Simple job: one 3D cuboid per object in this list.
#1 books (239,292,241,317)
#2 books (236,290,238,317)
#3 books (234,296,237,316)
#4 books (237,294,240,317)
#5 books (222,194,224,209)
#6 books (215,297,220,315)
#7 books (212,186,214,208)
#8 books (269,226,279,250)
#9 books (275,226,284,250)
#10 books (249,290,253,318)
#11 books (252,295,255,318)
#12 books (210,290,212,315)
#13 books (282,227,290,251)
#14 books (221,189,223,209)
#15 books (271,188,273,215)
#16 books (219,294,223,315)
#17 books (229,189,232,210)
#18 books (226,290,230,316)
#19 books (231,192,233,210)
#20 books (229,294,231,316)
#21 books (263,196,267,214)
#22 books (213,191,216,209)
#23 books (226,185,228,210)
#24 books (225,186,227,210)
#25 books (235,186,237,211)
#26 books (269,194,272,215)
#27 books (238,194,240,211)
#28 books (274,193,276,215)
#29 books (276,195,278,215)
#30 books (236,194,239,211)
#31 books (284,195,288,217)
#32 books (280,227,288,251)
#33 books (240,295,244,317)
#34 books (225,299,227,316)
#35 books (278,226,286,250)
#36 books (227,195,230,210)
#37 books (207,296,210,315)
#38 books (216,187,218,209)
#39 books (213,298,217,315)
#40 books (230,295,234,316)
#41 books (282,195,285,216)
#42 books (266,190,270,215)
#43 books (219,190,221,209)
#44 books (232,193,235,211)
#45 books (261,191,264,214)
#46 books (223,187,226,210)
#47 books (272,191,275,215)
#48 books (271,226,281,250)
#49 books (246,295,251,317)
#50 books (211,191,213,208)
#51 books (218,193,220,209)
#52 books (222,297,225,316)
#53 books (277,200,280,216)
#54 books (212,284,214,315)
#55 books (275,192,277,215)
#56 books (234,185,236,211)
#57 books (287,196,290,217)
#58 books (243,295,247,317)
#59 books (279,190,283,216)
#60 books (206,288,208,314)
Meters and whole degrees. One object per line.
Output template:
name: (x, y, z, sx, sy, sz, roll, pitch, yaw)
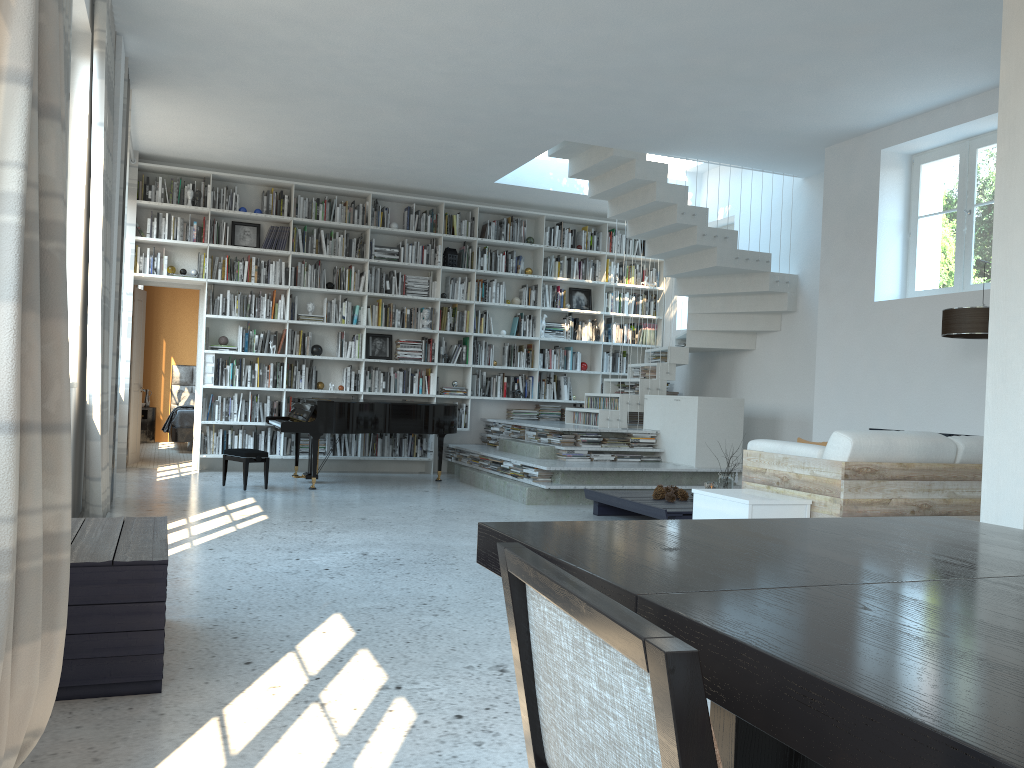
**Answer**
books: (-2.923, -0.842, 9.516, 0.011, 0.271, 0.157, 2, 0, -21)
books: (-2.949, -0.854, 9.495, 0.011, 0.293, 0.183, 2, 0, -21)
books: (-2.963, -0.823, 9.492, 0.014, 0.230, 0.148, 2, 0, -21)
books: (-2.932, -0.831, 9.493, 0.021, 0.247, 0.189, 2, 0, -21)
books: (-3.081, -1.914, 9.439, 0.014, 0.192, 0.146, 2, 0, -21)
books: (-3.136, -0.821, 9.433, 0.042, 0.209, 0.143, 2, 0, -21)
books: (-3.173, -1.951, 9.399, 0.007, 0.259, 0.156, 2, 0, -21)
books: (-2.602, -1.564, 9.637, 0.110, 0.279, 0.174, 2, 0, -21)
books: (-2.543, -1.567, 9.660, 0.078, 0.285, 0.174, 2, 0, -21)
books: (-2.811, -0.851, 9.551, 0.013, 0.300, 0.151, 2, 0, -21)
books: (-2.800, -0.829, 9.566, 0.021, 0.256, 0.156, 2, 0, -21)
books: (-3.190, -0.852, 9.388, 0.027, 0.266, 0.176, 2, 0, -21)
books: (-2.474, -1.564, 9.672, 0.078, 0.285, 0.174, 2, 0, -21)
books: (-3.090, -1.940, 9.425, 0.016, 0.243, 0.156, 2, 0, -21)
books: (-2.613, -1.955, 9.633, 0.014, 0.321, 0.136, 2, 0, -21)
books: (-3.100, -0.833, 9.430, 0.022, 0.235, 0.177, 2, 0, -21)
books: (-3.007, -1.940, 9.462, 0.013, 0.253, 0.129, 2, 0, -21)
books: (-3.036, -0.852, 9.467, 0.023, 0.281, 0.174, 2, 0, -21)
books: (-2.992, -1.923, 9.458, 0.013, 0.219, 0.181, 2, 0, -21)
books: (-3.018, -0.834, 9.465, 0.011, 0.246, 0.176, 2, 0, -21)
books: (-2.676, -1.907, 9.587, 0.028, 0.218, 0.153, 2, 0, -21)
books: (-3.155, -1.926, 9.406, 0.032, 0.210, 0.158, 2, 0, -21)
books: (-3.034, -1.955, 9.425, 0.015, 0.279, 0.190, 2, 0, -21)
books: (-3.050, -1.952, 9.435, 0.007, 0.272, 0.154, 2, 0, -21)
books: (-2.961, -1.958, 9.497, 0.015, 0.293, 0.130, 2, 0, -21)
books: (-2.624, -1.920, 9.601, 0.028, 0.249, 0.155, 2, 0, -21)
books: (-2.935, -1.915, 9.500, 0.013, 0.210, 0.136, 2, 0, -21)
books: (-2.581, -1.926, 9.617, 0.010, 0.263, 0.156, 2, 0, -21)
books: (-2.572, -1.920, 9.653, 0.013, 0.254, 0.129, 2, 0, -21)
books: (-2.943, -1.912, 9.486, 0.014, 0.202, 0.170, 2, 0, -21)
books: (-2.474, -1.916, 9.665, 0.031, 0.254, 0.178, 2, 0, -21)
books: (-2.500, -1.565, 9.677, 0.078, 0.285, 0.174, 2, 0, -21)
books: (-2.902, -0.824, 9.507, 0.024, 0.237, 0.167, 2, 0, -21)
books: (-3.067, -0.807, 9.480, 0.021, 0.187, 0.129, 2, 0, -21)
books: (-2.523, -1.566, 9.673, 0.078, 0.285, 0.174, 2, 0, -21)
books: (-3.024, -1.906, 9.450, 0.026, 0.182, 0.161, 2, 0, -21)
books: (-3.219, -0.825, 9.395, 0.026, 0.209, 0.155, 2, 0, -21)
books: (-3.131, -1.945, 9.407, 0.012, 0.249, 0.180, 2, 0, -21)
books: (-3.152, -0.809, 9.407, 0.037, 0.182, 0.189, 2, 0, -21)
books: (-2.999, -0.831, 9.499, 0.049, 0.243, 0.139, 2, 0, -21)
books: (-2.503, -1.920, 9.667, 0.022, 0.260, 0.152, 2, 0, -21)
books: (-2.649, -1.937, 9.592, 0.024, 0.280, 0.187, 2, 0, -21)
books: (-3.102, -1.931, 9.416, 0.013, 0.225, 0.177, 2, 0, -21)
books: (-2.974, -1.920, 9.458, 0.021, 0.214, 0.173, 2, 0, -21)
books: (-2.698, -1.938, 9.591, 0.013, 0.278, 0.151, 2, 0, -21)
books: (-3.062, -1.947, 9.433, 0.016, 0.261, 0.154, 2, 0, -21)
books: (-2.596, -1.936, 9.624, 0.013, 0.283, 0.166, 2, 0, -21)
books: (-2.566, -1.565, 9.630, 0.097, 0.282, 0.174, 2, 0, -21)
books: (-2.847, -0.831, 9.556, 0.048, 0.256, 0.141, 2, 0, -21)
books: (-3.183, -1.925, 9.389, 0.017, 0.204, 0.142, 2, 0, -21)
books: (-3.123, -1.916, 9.425, 0.017, 0.194, 0.129, 2, 0, -21)
books: (-3.074, -0.816, 9.430, 0.028, 0.204, 0.188, 2, 0, -21)
books: (-2.546, -1.887, 9.637, 0.027, 0.190, 0.177, 2, 0, -21)
books: (-3.169, -0.885, 9.392, 0.012, 0.334, 0.184, 2, 0, -21)
books: (-2.572, -1.931, 9.621, 0.011, 0.274, 0.183, 2, 0, -21)
books: (-2.966, -1.963, 9.482, 0.007, 0.301, 0.145, 2, 0, -21)
books: (-2.446, -1.913, 9.692, 0.039, 0.252, 0.146, 2, 0, -21)
books: (-2.873, -0.825, 9.527, 0.023, 0.242, 0.184, 2, 0, -21)
books: (-2.516, -1.939, 9.637, 0.025, 0.297, 0.163, 2, 0, -21)
books: (-3.238, -0.864, 9.396, 0.012, 0.285, 0.159, 2, 0, -21)
